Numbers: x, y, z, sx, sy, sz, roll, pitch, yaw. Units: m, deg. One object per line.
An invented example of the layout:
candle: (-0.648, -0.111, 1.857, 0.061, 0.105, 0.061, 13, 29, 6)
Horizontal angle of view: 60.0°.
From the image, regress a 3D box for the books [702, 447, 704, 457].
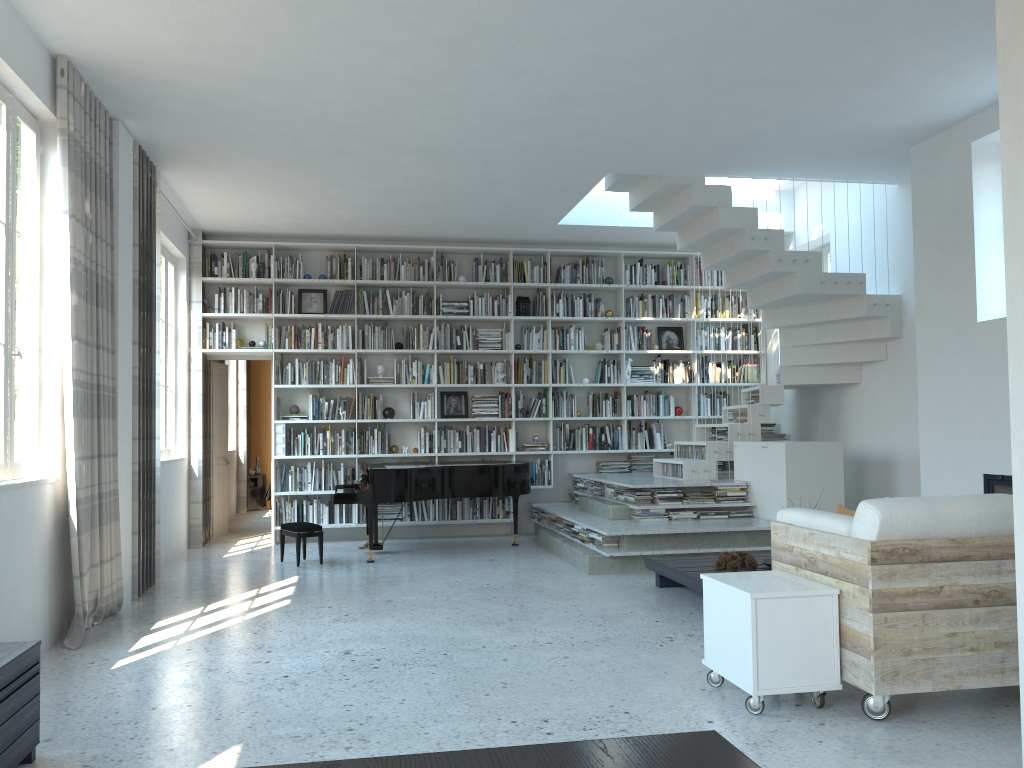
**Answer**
books: (1.890, 0.666, 8.489, 0.125, 0.123, 0.036, 0, -2, -11)

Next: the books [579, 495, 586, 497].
books: (0.809, 1.204, 9.557, 0.144, 0.009, 0.250, 0, -3, -7)

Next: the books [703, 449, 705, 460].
books: (1.893, 0.665, 8.474, 0.125, 0.123, 0.034, 0, -2, -11)

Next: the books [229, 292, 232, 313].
books: (-2.942, -0.831, 9.295, 0.024, 0.239, 0.155, 0, -3, -11)

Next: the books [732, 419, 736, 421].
books: (2.335, 0.359, 8.906, 0.200, 0.014, 0.177, 0, -3, -6)

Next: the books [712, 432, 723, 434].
books: (2.175, 0.504, 9.164, 0.140, 0.022, 0.181, 0, -3, -17)

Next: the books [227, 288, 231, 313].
books: (-2.968, -0.855, 9.292, 0.028, 0.288, 0.132, 0, -2, -11)

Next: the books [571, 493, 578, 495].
books: (0.748, 1.217, 9.863, 0.152, 0.015, 0.208, 0, -3, -6)

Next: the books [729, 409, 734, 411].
books: (2.362, 0.269, 9.190, 0.157, 0.014, 0.180, 0, -3, -13)

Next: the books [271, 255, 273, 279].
books: (-2.519, -1.208, 9.347, 0.024, 0.252, 0.235, 0, -3, -11)

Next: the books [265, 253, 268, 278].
books: (-2.587, -1.223, 9.371, 0.022, 0.286, 0.175, 0, -3, -11)

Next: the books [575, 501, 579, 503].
books: (0.791, 1.270, 9.551, 0.187, 0.009, 0.261, 0, -3, -8)

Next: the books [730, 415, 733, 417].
books: (2.371, 0.327, 9.190, 0.143, 0.019, 0.231, 0, -3, -12)

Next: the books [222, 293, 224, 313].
books: (-3.011, -0.826, 9.264, 0.022, 0.228, 0.171, 0, -3, -11)

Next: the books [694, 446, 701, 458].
books: (1.850, 0.676, 8.704, 0.125, 0.125, 0.009, 0, -2, -11)

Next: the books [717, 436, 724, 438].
books: (2.200, 0.536, 8.940, 0.175, 0.016, 0.207, 0, -3, -16)

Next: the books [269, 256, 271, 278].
books: (-2.551, -1.209, 9.378, 0.025, 0.259, 0.138, 0, -2, -11)

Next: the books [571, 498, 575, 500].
books: (0.760, 1.276, 9.862, 0.147, 0.014, 0.292, 0, -3, -11)

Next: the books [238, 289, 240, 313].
books: (-2.854, -0.847, 9.297, 0.013, 0.268, 0.162, 0, -3, -11)

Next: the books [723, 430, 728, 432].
books: (2.223, 0.472, 8.947, 0.133, 0.017, 0.178, 0, -3, -7)

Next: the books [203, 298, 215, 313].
books: (-3.154, -0.798, 9.259, 0.121, 0.175, 0.129, 0, -3, -11)

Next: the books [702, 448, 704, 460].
books: (1.888, 0.666, 8.497, 0.125, 0.123, 0.035, 0, -2, -11)

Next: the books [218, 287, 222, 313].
books: (-3.054, -0.859, 9.272, 0.011, 0.296, 0.162, 0, -2, -11)

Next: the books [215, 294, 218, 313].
books: (-3.076, -0.820, 9.264, 0.034, 0.217, 0.166, 0, -3, -11)

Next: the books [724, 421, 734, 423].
books: (2.348, 0.395, 9.182, 0.190, 0.018, 0.287, 0, -3, -12)

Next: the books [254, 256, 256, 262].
books: (-2.698, -1.206, 9.348, 0.021, 0.253, 0.179, 0, -3, -11)

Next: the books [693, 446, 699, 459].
books: (1.846, 0.677, 8.727, 0.125, 0.125, 0.016, 0, -2, -11)

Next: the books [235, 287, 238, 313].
books: (-2.880, -0.858, 9.301, 0.037, 0.291, 0.155, 0, -2, -11)

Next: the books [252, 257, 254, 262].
books: (-2.719, -1.201, 9.335, 0.025, 0.243, 0.167, 0, -3, -11)

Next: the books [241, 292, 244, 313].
books: (-2.825, -0.834, 9.302, 0.021, 0.244, 0.174, 0, -3, -11)

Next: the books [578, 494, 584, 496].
books: (0.811, 1.193, 9.558, 0.149, 0.014, 0.228, 0, -3, -13)

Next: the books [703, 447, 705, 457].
books: (1.894, 0.665, 8.466, 0.125, 0.123, 0.035, 0, -2, -11)

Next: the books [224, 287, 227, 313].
books: (-2.988, -0.853, 9.265, 0.023, 0.282, 0.186, 0, -3, -11)

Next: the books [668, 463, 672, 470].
books: (1.647, 0.868, 8.992, 0.125, 0.125, 0.008, 0, -2, -11)

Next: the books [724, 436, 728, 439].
books: (2.162, 0.521, 8.655, 0.172, 0.019, 0.240, -2, -3, 14)

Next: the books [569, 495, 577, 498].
books: (0.751, 1.251, 9.862, 0.159, 0.012, 0.279, 0, -3, -12)

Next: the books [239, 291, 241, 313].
books: (-2.841, -0.837, 9.298, 0.012, 0.249, 0.192, 0, -3, -11)

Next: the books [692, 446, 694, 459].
books: (1.840, 0.679, 8.757, 0.125, 0.125, 0.009, 0, -2, -11)

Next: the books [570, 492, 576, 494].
books: (0.742, 1.205, 9.862, 0.174, 0.009, 0.240, 0, -3, -9)

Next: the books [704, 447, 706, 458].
books: (1.898, 0.663, 8.444, 0.125, 0.123, 0.034, 0, -2, -11)

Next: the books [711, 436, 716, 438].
books: (2.162, 0.546, 9.160, 0.159, 0.012, 0.225, -1, -3, -3)

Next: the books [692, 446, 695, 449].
books: (1.842, 0.678, 8.748, 0.125, 0.125, 0.011, 0, -2, -11)

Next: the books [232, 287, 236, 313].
books: (-2.905, -0.856, 9.276, 0.021, 0.286, 0.179, 0, -3, -11)

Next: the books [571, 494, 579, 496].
books: (0.746, 1.229, 9.862, 0.159, 0.009, 0.210, 0, -3, -7)

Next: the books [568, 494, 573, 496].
books: (0.739, 1.236, 9.860, 0.184, 0.006, 0.262, 0, -3, -10)

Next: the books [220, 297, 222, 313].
books: (-3.038, -0.806, 9.285, 0.024, 0.192, 0.138, 0, -3, -11)

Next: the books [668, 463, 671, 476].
books: (1.646, 0.869, 8.999, 0.125, 0.125, 0.008, 0, -2, -11)

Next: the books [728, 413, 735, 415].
books: (2.365, 0.309, 9.189, 0.149, 0.017, 0.240, 0, -3, -13)

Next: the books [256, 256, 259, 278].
books: (-2.674, -1.209, 9.350, 0.027, 0.259, 0.147, 0, -3, -11)

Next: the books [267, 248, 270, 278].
books: (-2.569, -1.249, 9.370, 0.014, 0.337, 0.168, 0, -2, -11)

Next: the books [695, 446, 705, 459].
books: (1.853, 0.675, 8.686, 0.125, 0.125, 0.012, 0, -2, -11)

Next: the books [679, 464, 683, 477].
books: (1.701, 0.852, 8.702, 0.125, 0.125, 0.007, 0, -2, -11)

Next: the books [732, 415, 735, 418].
books: (2.336, 0.317, 8.894, 0.178, 0.035, 0.222, 0, -3, -6)

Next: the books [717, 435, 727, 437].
books: (2.199, 0.521, 8.940, 0.184, 0.013, 0.225, 0, -3, -13)

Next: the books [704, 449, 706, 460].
books: (1.897, 0.664, 8.451, 0.125, 0.123, 0.035, 0, -2, -11)

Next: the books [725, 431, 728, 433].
books: (2.173, 0.469, 8.655, 0.168, 0.014, 0.212, -1, -3, 9)

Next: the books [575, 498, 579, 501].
books: (0.796, 1.244, 9.553, 0.180, 0.017, 0.183, 0, -3, -14)

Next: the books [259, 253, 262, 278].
books: (-2.656, -1.225, 9.366, 0.013, 0.292, 0.154, 0, -2, -11)

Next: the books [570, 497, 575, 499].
books: (0.748, 1.263, 9.861, 0.170, 0.012, 0.215, 0, -3, -11)
